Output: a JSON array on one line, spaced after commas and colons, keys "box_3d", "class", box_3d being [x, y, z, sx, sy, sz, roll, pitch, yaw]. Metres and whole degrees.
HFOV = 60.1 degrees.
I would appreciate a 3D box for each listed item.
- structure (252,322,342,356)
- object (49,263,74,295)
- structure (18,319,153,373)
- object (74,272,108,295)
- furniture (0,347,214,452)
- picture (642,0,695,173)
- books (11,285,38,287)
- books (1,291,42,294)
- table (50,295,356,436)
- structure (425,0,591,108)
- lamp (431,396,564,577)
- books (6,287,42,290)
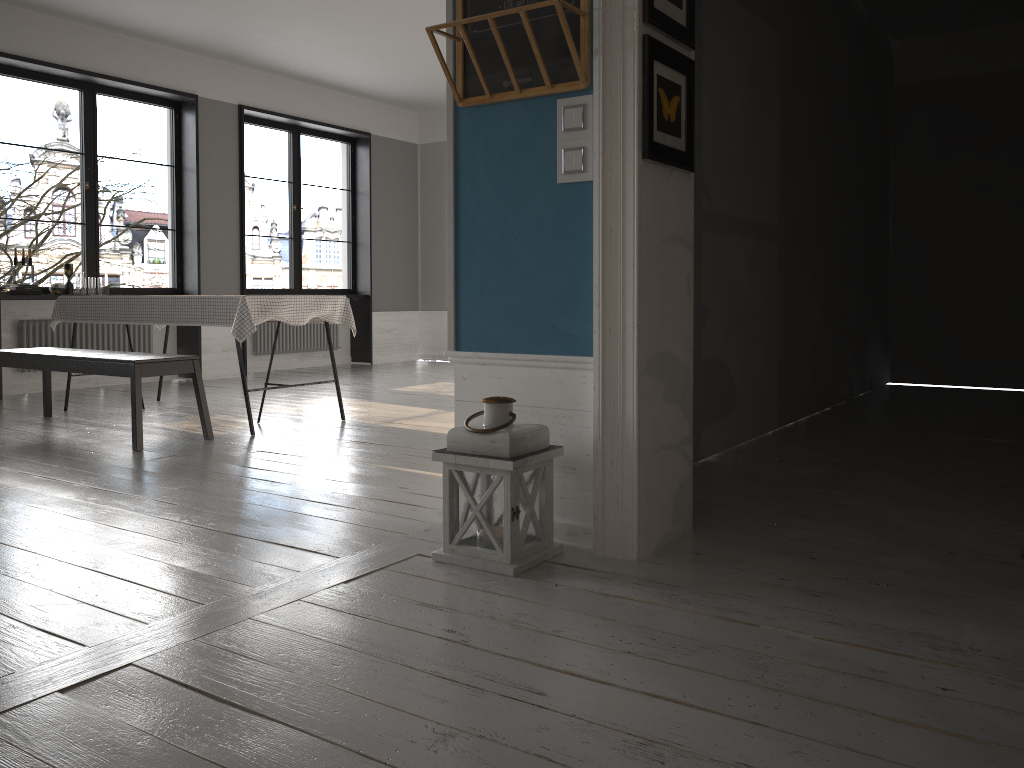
[{"box_3d": [-2.298, -0.548, 9.505, 0.149, 0.426, 1.227, 1, 5, 32], "class": "structure"}, {"box_3d": [-3.660, -0.852, 7.192, 0.115, 0.256, 0.195, 2, 4, 44], "class": "object"}, {"box_3d": [-3.602, -0.350, 7.557, 0.149, 0.426, 1.227, 1, 5, 32], "class": "structure"}, {"box_3d": [-3.530, -0.841, 7.404, 0.153, 0.191, 0.268, 2, 5, 34], "class": "object"}, {"box_3d": [-2.447, 0.049, 5.090, 1.671, 0.454, 0.467, 4, 5, 34], "class": "furniture"}, {"box_3d": [1.286, -0.993, 2.174, 1.947, 0.751, 0.359, 3, 4, 34], "class": "picture"}, {"box_3d": [-3.827, -0.770, 6.943, 0.124, 0.017, 0.154, 4, 7, 35], "class": "books"}, {"box_3d": [-3.860, -0.717, 6.923, 0.184, 0.019, 0.272, 4, 7, 33], "class": "books"}, {"box_3d": [-2.035, -0.184, 5.756, 2.027, 0.782, 0.934, 3, 5, 33], "class": "table"}, {"box_3d": [-0.020, -1.282, 2.719, 0.495, 0.773, 0.185, 2, 3, 34], "class": "structure"}, {"box_3d": [-0.039, 0.277, 2.641, 0.287, 0.476, 0.287, 2, 3, 33], "class": "lamp"}, {"box_3d": [-3.833, -0.750, 6.943, 0.162, 0.022, 0.199, 4, 7, 35], "class": "books"}]
